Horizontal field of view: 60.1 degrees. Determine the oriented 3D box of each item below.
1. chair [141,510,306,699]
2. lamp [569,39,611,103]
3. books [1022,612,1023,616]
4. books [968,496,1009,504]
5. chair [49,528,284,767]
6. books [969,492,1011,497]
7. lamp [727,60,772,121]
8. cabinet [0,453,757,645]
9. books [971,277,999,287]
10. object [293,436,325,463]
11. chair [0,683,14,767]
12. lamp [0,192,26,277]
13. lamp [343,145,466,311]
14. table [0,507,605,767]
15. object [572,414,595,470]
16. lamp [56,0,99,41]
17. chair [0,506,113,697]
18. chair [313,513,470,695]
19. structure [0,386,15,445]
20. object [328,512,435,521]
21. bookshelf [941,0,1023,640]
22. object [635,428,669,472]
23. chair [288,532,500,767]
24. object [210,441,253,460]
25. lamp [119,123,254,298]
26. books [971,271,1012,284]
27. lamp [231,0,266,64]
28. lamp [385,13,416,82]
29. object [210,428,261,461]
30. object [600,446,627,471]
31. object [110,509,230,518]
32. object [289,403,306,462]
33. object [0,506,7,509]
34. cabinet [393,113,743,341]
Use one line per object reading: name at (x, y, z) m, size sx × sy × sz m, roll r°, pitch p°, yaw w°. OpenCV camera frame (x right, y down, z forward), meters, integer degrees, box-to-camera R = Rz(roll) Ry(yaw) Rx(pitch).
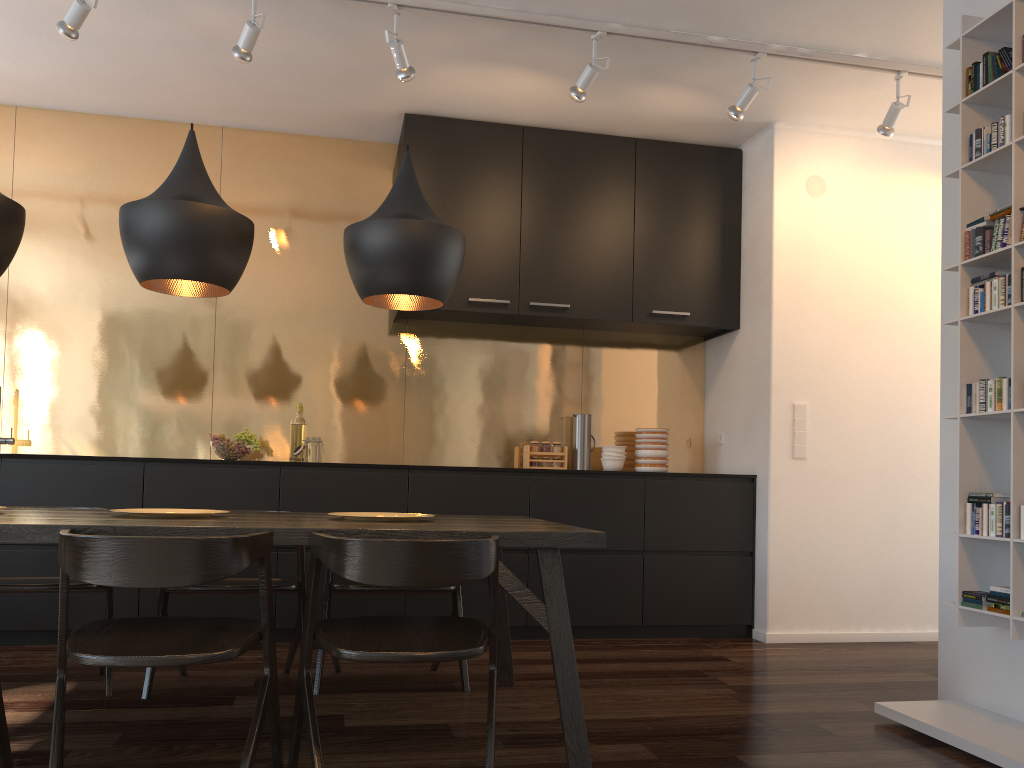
chair at (-1.085, 0.838, 3.459) m, size 0.593 × 0.669 × 0.521 m, roll 2°, pitch -4°, yaw -13°
lamp at (0.353, -1.376, 3.867) m, size 0.085 × 0.239 × 0.251 m, roll 4°, pitch -5°, yaw -40°
books at (1.618, 0.702, 2.663) m, size 0.093 × 0.012 × 0.112 m, roll 3°, pitch -6°, yaw -11°
books at (1.563, 0.381, 2.903) m, size 0.069 × 0.023 × 0.108 m, roll 3°, pitch -6°, yaw -11°
chair at (-0.885, 0.707, 2.239) m, size 0.593 × 0.669 × 0.522 m, roll 2°, pitch -4°, yaw -11°
books at (1.581, 0.364, 2.906) m, size 0.093 × 0.012 × 0.112 m, roll 3°, pitch -6°, yaw -11°
lamp at (1.090, -1.340, 4.018) m, size 0.085 × 0.239 × 0.251 m, roll 3°, pitch -5°, yaw -35°
cabinet at (-1.219, 0.866, 4.675) m, size 5.066 × 0.897 × 0.735 m, roll 3°, pitch -4°, yaw -11°
books at (1.602, -0.334, 2.934) m, size 0.093 × 0.012 × 0.112 m, roll 3°, pitch -6°, yaw -11°
object at (-1.096, 0.355, 4.788) m, size 0.177 × 0.151 × 0.088 m, roll 5°, pitch -4°, yaw -34°
chair at (-1.553, 0.674, 2.097) m, size 0.593 × 0.669 × 0.521 m, roll 2°, pitch -4°, yaw -13°
lamp at (-1.729, -0.609, 2.723) m, size 0.411 × 0.539 × 0.412 m, roll 0°, pitch -4°, yaw 22°
lamp at (-0.361, -0.543, 3.001) m, size 0.411 × 0.539 × 0.412 m, roll -1°, pitch -5°, yaw 36°
table at (-1.075, 0.758, 2.783) m, size 2.501 × 0.676 × 1.112 m, roll 3°, pitch -5°, yaw -11°
object at (0.428, 0.352, 5.254) m, size 0.164 × 0.338 × 0.114 m, roll 2°, pitch -3°, yaw -8°
lamp at (-1.670, -1.475, 3.445) m, size 0.251 × 0.238 × 0.085 m, roll -1°, pitch -3°, yaw 29°
chair at (-1.787, 0.807, 3.345) m, size 0.593 × 0.668 × 0.521 m, roll 3°, pitch -4°, yaw -15°
chair at (-0.489, 0.866, 3.580) m, size 0.593 × 0.669 × 0.521 m, roll 2°, pitch -4°, yaw -12°
structure at (-2.660, 0.180, 4.516) m, size 0.109 × 0.384 × 0.267 m, roll 1°, pitch -3°, yaw 4°
object at (-0.436, 0.445, 2.963) m, size 0.356 × 0.016 × 0.357 m, roll 2°, pitch -6°, yaw -8°
bookshelf at (1.665, -0.245, 2.767) m, size 0.227 × 2.067 × 0.641 m, roll 2°, pitch -3°, yaw -11°
object at (0.831, 0.400, 5.255) m, size 0.199 × 0.263 × 0.198 m, roll 4°, pitch -5°, yaw -37°
chair at (-0.285, 0.735, 2.361) m, size 0.593 × 0.669 × 0.521 m, roll 2°, pitch -4°, yaw -13°
object at (-1.432, 0.345, 4.528) m, size 0.219 × 0.096 × 0.219 m, roll -3°, pitch -7°, yaw 36°
lamp at (-1.045, -0.576, 2.862) m, size 0.412 × 0.539 × 0.412 m, roll 4°, pitch -4°, yaw -35°
books at (1.606, -0.350, 2.937) m, size 0.096 × 0.022 × 0.112 m, roll 3°, pitch -6°, yaw -11°
lamp at (-1.045, -1.443, 3.580) m, size 0.251 × 0.239 × 0.085 m, roll -3°, pitch -5°, yaw 45°
lamp at (-0.202, -0.526, 4.397) m, size 0.089 × 1.840 × 1.843 m, roll 1°, pitch -4°, yaw 23°
object at (-1.418, 0.306, 4.519) m, size 0.240 × 0.172 × 0.178 m, roll 4°, pitch -5°, yaw -27°
object at (0.600, 0.443, 5.229) m, size 0.158 × 0.159 × 0.155 m, roll 0°, pitch -4°, yaw 17°
object at (-1.090, 0.414, 2.829) m, size 0.356 × 0.016 × 0.357 m, roll 5°, pitch -7°, yaw -30°
object at (-1.193, 0.275, 4.934) m, size 0.092 × 0.338 × 0.092 m, roll 4°, pitch -3°, yaw -44°
object at (-1.744, 0.383, 2.696) m, size 0.356 × 0.016 × 0.357 m, roll 2°, pitch -6°, yaw -8°
cabinet at (0.324, -0.862, 5.142) m, size 1.956 × 1.047 × 0.533 m, roll 3°, pitch -3°, yaw -11°
